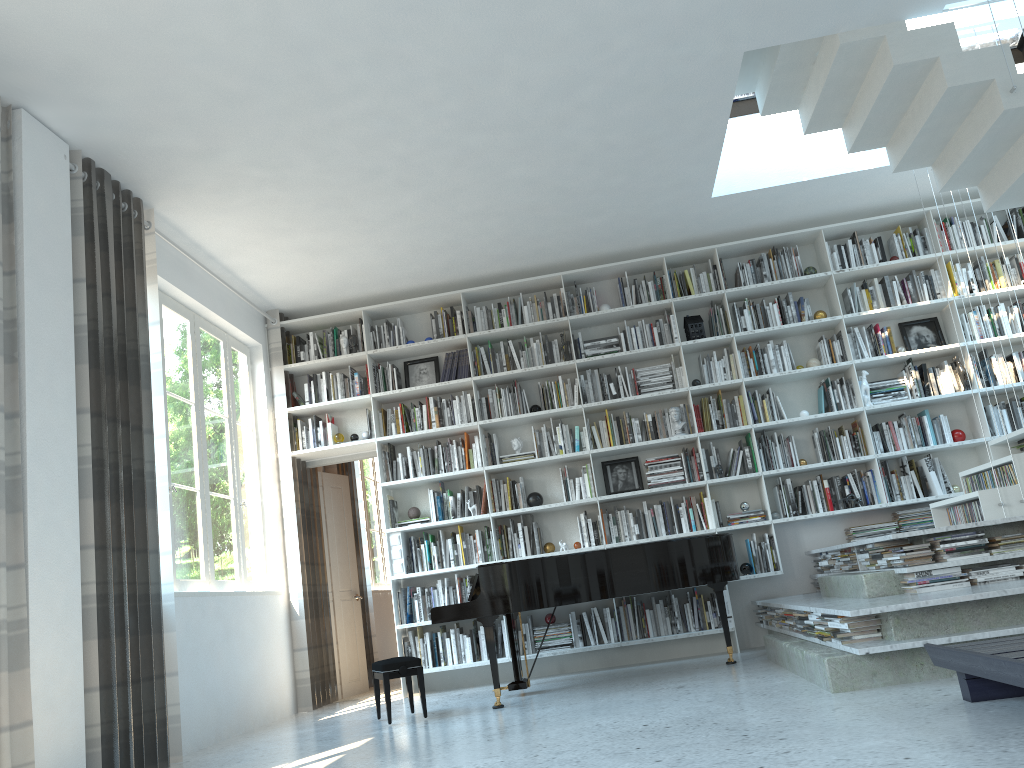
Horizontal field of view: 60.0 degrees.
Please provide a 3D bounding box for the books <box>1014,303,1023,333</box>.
[{"bbox_3d":[3.931,-0.477,6.899,0.023,0.257,0.184,-9,-13,5],"label":"books"}]

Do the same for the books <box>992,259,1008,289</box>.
[{"bbox_3d":[3.779,-0.817,6.938,0.042,0.241,0.248,-9,-14,5],"label":"books"}]

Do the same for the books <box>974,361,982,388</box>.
[{"bbox_3d":[3.578,-0.043,6.861,0.010,0.238,0.148,-9,-13,5],"label":"books"}]

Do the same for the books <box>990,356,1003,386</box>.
[{"bbox_3d":[3.702,-0.072,6.831,0.026,0.245,0.181,-9,-13,5],"label":"books"}]

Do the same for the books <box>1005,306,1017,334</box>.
[{"bbox_3d":[3.872,-0.461,6.918,0.012,0.253,0.161,-9,-13,5],"label":"books"}]

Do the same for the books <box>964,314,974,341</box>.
[{"bbox_3d":[3.553,-0.406,6.946,0.026,0.249,0.161,-9,-13,5],"label":"books"}]

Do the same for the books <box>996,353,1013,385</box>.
[{"bbox_3d":[3.762,-0.090,6.827,0.056,0.261,0.177,-9,-13,5],"label":"books"}]

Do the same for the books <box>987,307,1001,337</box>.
[{"bbox_3d":[3.749,-0.451,6.924,0.025,0.270,0.153,-9,-13,5],"label":"books"}]

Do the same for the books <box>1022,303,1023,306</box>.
[{"bbox_3d":[4.032,-0.506,6.893,0.012,0.282,0.152,-9,-13,5],"label":"books"}]

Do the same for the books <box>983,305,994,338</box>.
[{"bbox_3d":[3.689,-0.454,6.922,0.012,0.292,0.166,-9,-13,5],"label":"books"}]

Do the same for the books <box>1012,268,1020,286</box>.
[{"bbox_3d":[3.942,-0.799,6.983,0.034,0.182,0.157,-9,-13,5],"label":"books"}]

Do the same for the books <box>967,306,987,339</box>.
[{"bbox_3d":[3.626,-0.444,6.913,0.014,0.285,0.186,-9,-13,5],"label":"books"}]

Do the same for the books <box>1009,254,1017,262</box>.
[{"bbox_3d":[3.979,-0.859,6.994,0.011,0.293,0.151,-9,-13,5],"label":"books"}]

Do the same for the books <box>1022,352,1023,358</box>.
[{"bbox_3d":[3.942,-0.107,6.835,0.025,0.248,0.134,-9,-13,5],"label":"books"}]

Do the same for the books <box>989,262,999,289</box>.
[{"bbox_3d":[3.738,-0.812,6.928,0.012,0.237,0.166,-9,-13,5],"label":"books"}]

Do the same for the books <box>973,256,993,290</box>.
[{"bbox_3d":[3.681,-0.833,6.930,0.022,0.296,0.152,-9,-13,5],"label":"books"}]

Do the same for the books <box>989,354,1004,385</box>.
[{"bbox_3d":[3.725,-0.083,6.843,0.022,0.265,0.157,-9,-13,5],"label":"books"}]

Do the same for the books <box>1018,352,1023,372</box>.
[{"bbox_3d":[3.923,-0.107,6.834,0.012,0.253,0.161,-9,-13,5],"label":"books"}]

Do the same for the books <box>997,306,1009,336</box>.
[{"bbox_3d":[3.795,-0.458,6.907,0.022,0.262,0.173,-9,-13,5],"label":"books"}]

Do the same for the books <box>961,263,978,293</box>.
[{"bbox_3d":[3.578,-0.798,6.943,0.023,0.263,0.158,-9,-13,5],"label":"books"}]

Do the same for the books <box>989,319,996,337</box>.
[{"bbox_3d":[3.718,-0.400,6.921,0.027,0.179,0.157,-9,-13,5],"label":"books"}]

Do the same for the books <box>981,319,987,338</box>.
[{"bbox_3d":[3.657,-0.395,6.932,0.028,0.191,0.137,-9,-13,5],"label":"books"}]

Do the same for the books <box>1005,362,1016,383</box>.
[{"bbox_3d":[3.806,-0.062,6.815,0.023,0.189,0.170,-9,-14,5],"label":"books"}]

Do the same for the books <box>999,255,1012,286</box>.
[{"bbox_3d":[3.874,-0.846,6.989,0.010,0.294,0.165,-9,-13,5],"label":"books"}]

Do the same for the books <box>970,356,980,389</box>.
[{"bbox_3d":[3.547,-0.061,6.853,0.025,0.276,0.161,-9,-13,5],"label":"books"}]

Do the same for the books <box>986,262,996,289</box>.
[{"bbox_3d":[3.721,-0.811,6.930,0.022,0.241,0.145,-9,-13,5],"label":"books"}]

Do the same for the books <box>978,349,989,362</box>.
[{"bbox_3d":[3.680,-0.101,6.861,0.012,0.321,0.142,-9,-13,5],"label":"books"}]

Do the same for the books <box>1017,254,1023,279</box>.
[{"bbox_3d":[3.995,-0.861,6.980,0.023,0.286,0.163,-9,-13,5],"label":"books"}]

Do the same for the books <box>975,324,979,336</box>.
[{"bbox_3d":[3.594,-0.410,6.931,0.011,0.238,0.173,-9,-13,5],"label":"books"}]

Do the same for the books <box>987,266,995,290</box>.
[{"bbox_3d":[3.706,-0.792,6.922,0.014,0.205,0.184,-9,-14,5],"label":"books"}]

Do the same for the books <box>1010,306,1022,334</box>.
[{"bbox_3d":[3.898,-0.466,6.894,0.045,0.244,0.177,-9,-13,5],"label":"books"}]

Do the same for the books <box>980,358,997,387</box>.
[{"bbox_3d":[3.666,-0.064,6.835,0.022,0.242,0.171,-9,-13,5],"label":"books"}]

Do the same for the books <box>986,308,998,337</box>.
[{"bbox_3d":[3.730,-0.445,6.916,0.013,0.259,0.158,-9,-13,5],"label":"books"}]

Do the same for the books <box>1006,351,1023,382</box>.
[{"bbox_3d":[3.879,-0.104,6.831,0.029,0.258,0.172,-9,-13,5],"label":"books"}]

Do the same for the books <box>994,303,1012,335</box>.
[{"bbox_3d":[3.820,-0.471,6.912,0.030,0.283,0.166,-9,-13,5],"label":"books"}]

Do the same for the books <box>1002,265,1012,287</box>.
[{"bbox_3d":[3.862,-0.809,6.975,0.023,0.220,0.172,-9,-13,5],"label":"books"}]

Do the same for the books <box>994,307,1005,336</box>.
[{"bbox_3d":[3.773,-0.452,6.911,0.024,0.258,0.156,-9,-13,5],"label":"books"}]

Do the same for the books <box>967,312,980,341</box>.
[{"bbox_3d":[3.574,-0.416,6.917,0.023,0.247,0.182,-9,-13,5],"label":"books"}]

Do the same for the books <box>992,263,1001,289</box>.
[{"bbox_3d":[3.751,-0.808,6.916,0.013,0.222,0.175,-9,-13,5],"label":"books"}]

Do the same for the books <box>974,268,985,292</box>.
[{"bbox_3d":[3.644,-0.782,6.939,0.025,0.211,0.135,-9,-13,5],"label":"books"}]

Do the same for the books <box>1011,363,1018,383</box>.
[{"bbox_3d":[3.835,-0.059,6.833,0.030,0.184,0.137,-9,-13,5],"label":"books"}]

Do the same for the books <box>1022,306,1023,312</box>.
[{"bbox_3d":[3.993,-0.472,6.911,0.028,0.236,0.146,-9,-13,5],"label":"books"}]

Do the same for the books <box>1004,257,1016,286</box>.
[{"bbox_3d":[3.907,-0.841,6.997,0.024,0.280,0.154,-9,-13,5],"label":"books"}]

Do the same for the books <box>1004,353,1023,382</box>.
[{"bbox_3d":[3.854,-0.097,6.822,0.022,0.246,0.181,-9,-13,5],"label":"books"}]

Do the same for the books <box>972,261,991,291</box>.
[{"bbox_3d":[3.662,-0.810,6.923,0.023,0.253,0.190,-9,-13,5],"label":"books"}]

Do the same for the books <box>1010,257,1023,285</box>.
[{"bbox_3d":[3.962,-0.845,6.970,0.022,0.260,0.161,-9,-13,5],"label":"books"}]

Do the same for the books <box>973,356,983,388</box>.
[{"bbox_3d":[3.586,-0.062,6.874,0.010,0.278,0.148,-9,-13,5],"label":"books"}]

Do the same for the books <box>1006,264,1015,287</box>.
[{"bbox_3d":[3.890,-0.811,6.966,0.013,0.212,0.187,-9,-13,5],"label":"books"}]

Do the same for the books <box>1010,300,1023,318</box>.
[{"bbox_3d":[3.964,-0.494,6.919,0.024,0.291,0.132,-9,-13,5],"label":"books"}]

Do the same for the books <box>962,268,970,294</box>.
[{"bbox_3d":[3.521,-0.771,6.935,0.049,0.223,0.162,-9,-13,5],"label":"books"}]

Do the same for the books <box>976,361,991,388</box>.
[{"bbox_3d":[3.627,-0.048,6.865,0.066,0.236,0.144,-9,-13,5],"label":"books"}]

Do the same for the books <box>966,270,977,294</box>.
[{"bbox_3d":[3.558,-0.764,6.923,0.024,0.193,0.190,-9,-14,5],"label":"books"}]

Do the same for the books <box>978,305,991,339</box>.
[{"bbox_3d":[3.674,-0.451,6.935,0.022,0.296,0.162,-9,-13,5],"label":"books"}]

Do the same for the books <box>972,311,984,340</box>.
[{"bbox_3d":[3.610,-0.423,6.925,0.026,0.256,0.174,-9,-13,5],"label":"books"}]

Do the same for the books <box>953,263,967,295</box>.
[{"bbox_3d":[3.480,-0.787,6.932,0.026,0.262,0.189,-9,-13,5],"label":"books"}]

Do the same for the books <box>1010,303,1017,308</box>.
[{"bbox_3d":[3.949,-0.482,6.922,0.010,0.273,0.130,-9,-13,5],"label":"books"}]

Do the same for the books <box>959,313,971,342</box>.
[{"bbox_3d":[3.532,-0.408,6.936,0.012,0.253,0.161,-9,-13,5],"label":"books"}]

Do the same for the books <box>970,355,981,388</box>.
[{"bbox_3d":[3.565,-0.068,6.868,0.010,0.292,0.164,-9,-13,5],"label":"books"}]

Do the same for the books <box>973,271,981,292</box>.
[{"bbox_3d":[3.618,-0.763,6.973,0.038,0.198,0.171,-9,-13,5],"label":"books"}]
